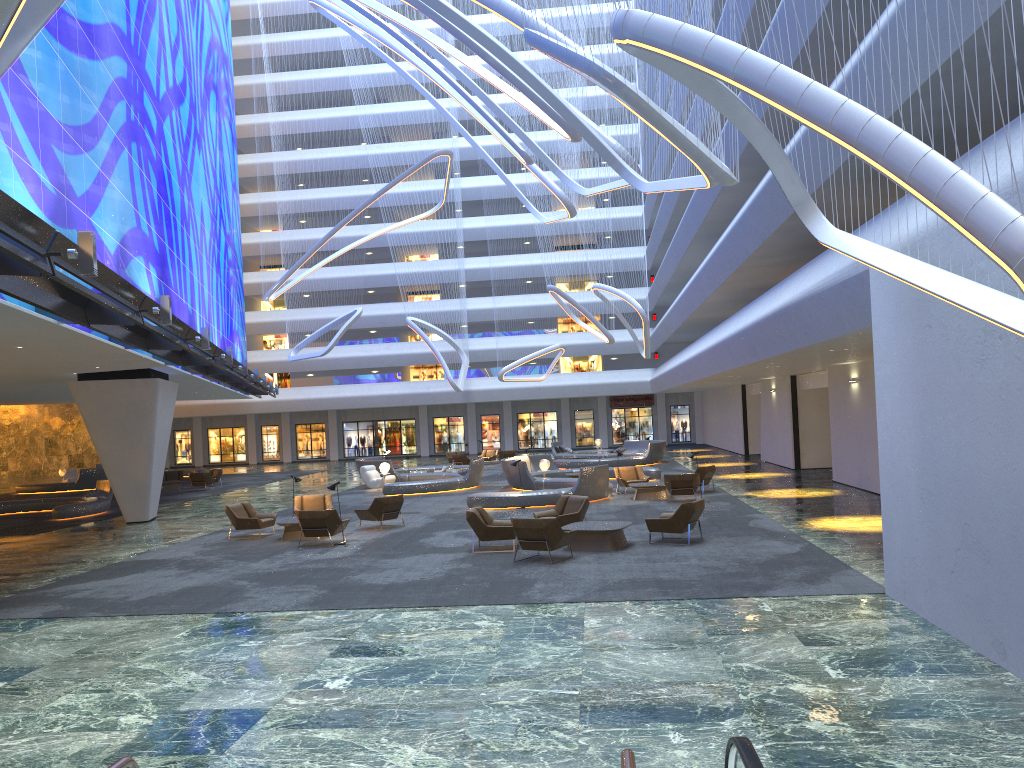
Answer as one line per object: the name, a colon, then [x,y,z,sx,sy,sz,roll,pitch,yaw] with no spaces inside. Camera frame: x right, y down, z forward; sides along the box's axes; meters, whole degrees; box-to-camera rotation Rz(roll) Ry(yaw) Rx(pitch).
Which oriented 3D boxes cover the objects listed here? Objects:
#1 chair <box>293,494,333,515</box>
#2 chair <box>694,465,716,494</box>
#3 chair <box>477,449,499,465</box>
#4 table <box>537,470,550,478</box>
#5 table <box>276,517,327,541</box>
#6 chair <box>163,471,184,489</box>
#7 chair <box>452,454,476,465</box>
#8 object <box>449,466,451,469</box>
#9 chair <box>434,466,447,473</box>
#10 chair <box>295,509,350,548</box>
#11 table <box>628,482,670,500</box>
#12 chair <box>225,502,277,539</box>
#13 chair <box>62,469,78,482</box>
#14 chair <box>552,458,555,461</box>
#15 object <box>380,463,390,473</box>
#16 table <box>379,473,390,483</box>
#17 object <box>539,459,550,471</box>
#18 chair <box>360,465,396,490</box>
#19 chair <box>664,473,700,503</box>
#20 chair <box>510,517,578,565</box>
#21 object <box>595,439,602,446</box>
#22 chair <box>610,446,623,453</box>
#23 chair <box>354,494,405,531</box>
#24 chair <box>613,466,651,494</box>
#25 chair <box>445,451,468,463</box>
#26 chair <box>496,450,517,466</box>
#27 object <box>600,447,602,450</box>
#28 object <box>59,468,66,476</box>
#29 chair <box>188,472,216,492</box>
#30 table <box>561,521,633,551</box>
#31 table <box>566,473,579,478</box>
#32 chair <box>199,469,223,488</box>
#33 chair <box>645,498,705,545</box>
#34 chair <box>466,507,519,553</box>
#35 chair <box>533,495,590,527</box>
chair: [-4.800,3.089,21.449,0.929,0.766,0.939,-3,-1,-11]
chair: [5.312,2.737,25.468,0.939,0.766,0.929,-4,-2,38]
chair: [-1.200,3.790,45.841,0.930,0.766,0.938,-3,-1,24]
table: [1.054,3.140,29.000,0.418,0.595,0.428,-3,-1,4]
table: [-4.516,3.188,19.569,1.203,0.392,1.203,-3,-2,6]
chair: [-14.864,4.209,38.824,0.929,0.766,0.939,-2,-1,-21]
chair: [-2.330,3.732,42.686,0.938,0.766,0.930,-2,-2,-43]
object: [-2.553,3.441,36.595,0.071,0.118,0.151,-3,-1,15]
chair: [-3.465,3.708,36.779,1.783,0.501,0.586,-2,-2,-31]
chair: [-3.909,2.929,18.219,0.929,0.766,0.939,-3,-1,11]
table: [3.827,2.953,24.439,1.203,0.392,1.203,-3,-2,5]
chair: [-5.947,3.100,20.171,0.939,0.766,0.929,-3,-1,14]
chair: [-21.831,4.679,43.971,0.728,0.882,1.158,-2,-2,-41]
chair: [1.778,3.672,42.947,0.587,0.501,0.490,-4,-1,40]
object: [-4.592,3.035,32.035,0.366,0.387,0.318,-3,-1,-13]
table: [-4.597,3.526,31.992,0.417,0.595,0.428,-3,-1,-21]
object: [1.074,2.648,29.027,0.367,0.387,0.318,-3,-1,12]
chair: [-4.964,3.450,32.857,1.158,0.882,0.728,-3,-1,24]
chair: [4.435,2.694,23.088,0.929,0.766,0.939,-3,-1,11]
chair: [0.516,2.594,14.948,0.930,0.766,0.938,-4,-2,32]
object: [4.692,3.165,48.070,0.366,0.387,0.318,-3,-1,-13]
chair: [5.485,3.391,43.873,0.939,0.766,0.929,-4,-2,38]
chair: [-3.031,2.972,20.598,0.939,0.766,0.929,-4,-2,38]
chair: [3.543,2.855,26.319,0.929,0.766,0.939,-3,-1,-11]
chair: [-2.873,3.859,45.457,0.929,0.766,0.940,-2,-2,-41]
chair: [-0.244,3.682,44.125,0.929,0.766,0.939,-2,-1,-16]
object: [4.575,3.340,45.449,0.131,0.252,0.103,-3,0,-12]
object: [-21.843,4.280,43.061,0.367,0.387,0.318,-3,-1,12]
chair: [-12.842,4.033,36.678,0.929,0.766,0.939,-3,-1,3]
table: [1.545,2.765,16.107,1.204,0.392,1.203,-4,-2,23]
table: [2.427,3.219,29.918,1.203,0.392,1.203,-3,-2,6]
chair: [-13.160,4.118,38.616,0.930,0.766,0.938,-4,-2,44]
chair: [3.012,2.519,16.265,0.939,0.766,0.929,-4,-1,30]
chair: [-0.331,2.689,16.441,0.939,0.766,0.929,-3,-1,7]
chair: [1.035,2.673,17.852,0.938,0.766,0.930,-2,-2,-33]
